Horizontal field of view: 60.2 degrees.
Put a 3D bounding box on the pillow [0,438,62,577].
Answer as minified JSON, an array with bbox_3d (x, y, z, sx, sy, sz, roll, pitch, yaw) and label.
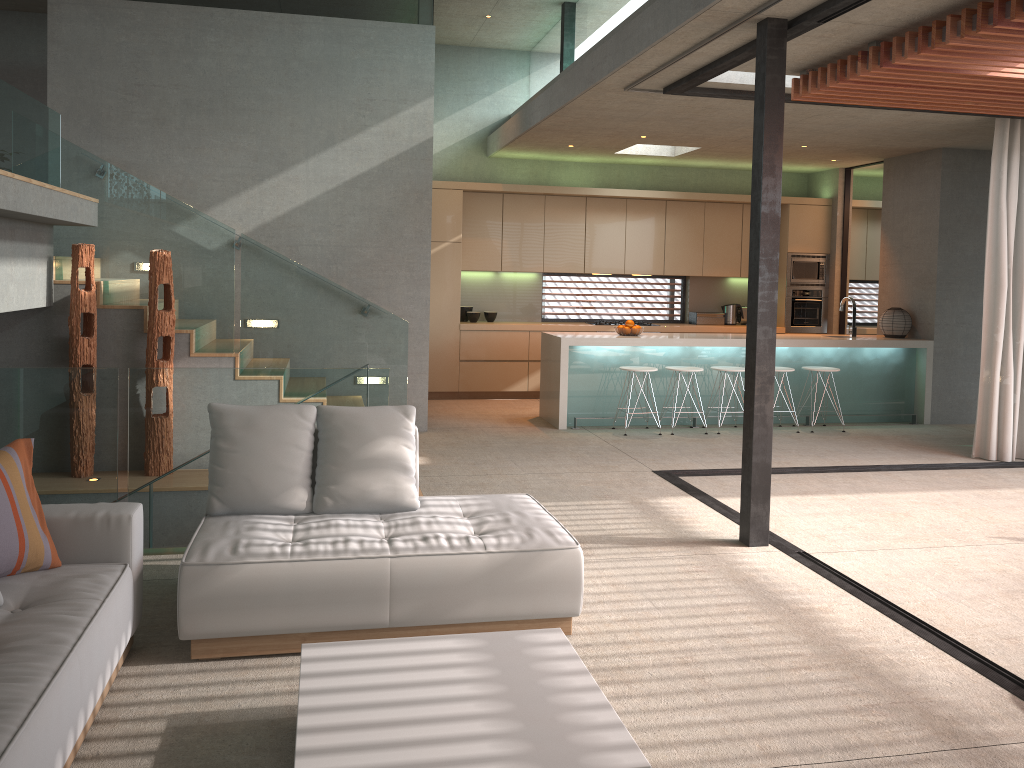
[{"bbox_3d":[-1.907,0.460,2.987,0.280,0.502,0.699,3,6,31],"label":"pillow"}]

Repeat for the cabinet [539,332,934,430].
[{"bbox_3d":[2.398,-0.060,9.417,4.120,0.896,0.805,0,5,-12],"label":"cabinet"}]

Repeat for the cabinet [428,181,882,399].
[{"bbox_3d":[2.535,-1.054,10.719,7.468,2.558,1.976,0,4,-12],"label":"cabinet"}]

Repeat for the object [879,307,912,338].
[{"bbox_3d":[4.249,-0.681,9.793,0.340,0.333,0.342,0,5,-20],"label":"object"}]

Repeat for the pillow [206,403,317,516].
[{"bbox_3d":[-1.153,0.341,4.065,0.492,0.496,0.239,0,3,-12],"label":"pillow"}]

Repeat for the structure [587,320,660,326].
[{"bbox_3d":[1.388,-0.743,11.123,0.838,0.090,0.467,0,7,-12],"label":"structure"}]

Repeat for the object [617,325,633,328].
[{"bbox_3d":[1.157,-0.560,9.089,0.174,0.100,0.096,5,6,33],"label":"object"}]

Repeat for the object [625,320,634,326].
[{"bbox_3d":[1.220,-0.618,9.151,0.095,0.094,0.095,2,5,8],"label":"object"}]

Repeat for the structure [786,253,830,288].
[{"bbox_3d":[3.757,-1.483,11.570,0.596,0.436,0.462,0,5,-12],"label":"structure"}]

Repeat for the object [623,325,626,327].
[{"bbox_3d":[1.162,-0.567,9.194,0.087,0.086,0.087,5,6,38],"label":"object"}]

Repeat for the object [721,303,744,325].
[{"bbox_3d":[2.899,-0.920,11.643,0.278,0.284,0.178,1,4,-7],"label":"object"}]

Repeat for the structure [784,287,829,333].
[{"bbox_3d":[3.749,-0.974,11.573,0.596,0.578,0.500,0,5,-12],"label":"structure"}]

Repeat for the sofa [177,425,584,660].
[{"bbox_3d":[-0.577,0.621,3.947,1.595,0.730,1.019,0,6,-12],"label":"sofa"}]

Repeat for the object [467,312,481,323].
[{"bbox_3d":[-0.471,-0.815,10.798,0.169,0.126,0.170,-1,6,-25],"label":"object"}]

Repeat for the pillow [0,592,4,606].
[{"bbox_3d":[-1.858,0.537,2.696,0.239,0.403,0.596,4,6,31],"label":"pillow"}]

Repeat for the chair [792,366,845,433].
[{"bbox_3d":[3.129,0.149,8.990,0.382,0.621,0.384,1,4,-12],"label":"chair"}]

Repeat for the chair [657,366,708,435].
[{"bbox_3d":[1.681,0.154,8.678,0.382,0.621,0.384,1,4,-12],"label":"chair"}]

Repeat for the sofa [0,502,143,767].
[{"bbox_3d":[-1.611,0.862,1.734,1.048,0.749,3.482,0,7,-12],"label":"sofa"}]

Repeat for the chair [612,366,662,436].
[{"bbox_3d":[1.218,0.155,8.579,0.382,0.621,0.384,1,4,-12],"label":"chair"}]

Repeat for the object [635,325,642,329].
[{"bbox_3d":[1.293,-0.560,9.130,0.094,0.094,0.095,-1,5,-23],"label":"object"}]

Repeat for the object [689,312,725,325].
[{"bbox_3d":[2.560,-0.861,11.610,0.400,0.159,0.242,0,6,-12],"label":"object"}]

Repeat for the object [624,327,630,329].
[{"bbox_3d":[1.173,-0.545,9.038,0.081,0.081,0.081,3,5,17],"label":"object"}]

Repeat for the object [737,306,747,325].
[{"bbox_3d":[3.197,-0.908,11.756,0.389,0.247,0.151,0,4,-12],"label":"object"}]

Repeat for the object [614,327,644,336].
[{"bbox_3d":[1.206,-0.543,9.121,0.315,0.081,0.317,0,7,-12],"label":"object"}]

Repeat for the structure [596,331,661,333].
[{"bbox_3d":[1.430,-0.392,10.893,0.828,0.499,0.080,0,3,-12],"label":"structure"}]

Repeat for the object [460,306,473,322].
[{"bbox_3d":[-0.596,-0.866,10.942,0.225,0.187,0.226,-2,6,-34],"label":"object"}]

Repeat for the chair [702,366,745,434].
[{"bbox_3d":[2.150,0.152,8.778,0.382,0.621,0.384,1,4,-12],"label":"chair"}]

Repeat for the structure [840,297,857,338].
[{"bbox_3d":[3.640,-0.727,9.622,0.097,0.440,0.259,1,4,-12],"label":"structure"}]

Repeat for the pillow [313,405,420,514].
[{"bbox_3d":[-0.682,0.351,4.163,0.492,0.481,0.267,0,4,-12],"label":"pillow"}]

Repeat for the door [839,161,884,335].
[{"bbox_3d":[0.394,-0.065,6.753,15.345,4.456,5.800,-4,8,-40],"label":"door"}]

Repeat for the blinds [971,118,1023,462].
[{"bbox_3d":[4.467,-0.807,7.636,0.885,2.923,0.230,1,2,-16],"label":"blinds"}]

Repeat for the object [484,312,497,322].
[{"bbox_3d":[-0.267,-0.832,10.977,0.169,0.126,0.170,-1,6,-25],"label":"object"}]

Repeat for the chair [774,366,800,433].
[{"bbox_3d":[2.636,0.151,8.883,0.382,0.621,0.384,1,4,-12],"label":"chair"}]

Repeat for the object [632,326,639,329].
[{"bbox_3d":[1.257,-0.548,9.046,0.086,0.086,0.087,-1,5,-22],"label":"object"}]
